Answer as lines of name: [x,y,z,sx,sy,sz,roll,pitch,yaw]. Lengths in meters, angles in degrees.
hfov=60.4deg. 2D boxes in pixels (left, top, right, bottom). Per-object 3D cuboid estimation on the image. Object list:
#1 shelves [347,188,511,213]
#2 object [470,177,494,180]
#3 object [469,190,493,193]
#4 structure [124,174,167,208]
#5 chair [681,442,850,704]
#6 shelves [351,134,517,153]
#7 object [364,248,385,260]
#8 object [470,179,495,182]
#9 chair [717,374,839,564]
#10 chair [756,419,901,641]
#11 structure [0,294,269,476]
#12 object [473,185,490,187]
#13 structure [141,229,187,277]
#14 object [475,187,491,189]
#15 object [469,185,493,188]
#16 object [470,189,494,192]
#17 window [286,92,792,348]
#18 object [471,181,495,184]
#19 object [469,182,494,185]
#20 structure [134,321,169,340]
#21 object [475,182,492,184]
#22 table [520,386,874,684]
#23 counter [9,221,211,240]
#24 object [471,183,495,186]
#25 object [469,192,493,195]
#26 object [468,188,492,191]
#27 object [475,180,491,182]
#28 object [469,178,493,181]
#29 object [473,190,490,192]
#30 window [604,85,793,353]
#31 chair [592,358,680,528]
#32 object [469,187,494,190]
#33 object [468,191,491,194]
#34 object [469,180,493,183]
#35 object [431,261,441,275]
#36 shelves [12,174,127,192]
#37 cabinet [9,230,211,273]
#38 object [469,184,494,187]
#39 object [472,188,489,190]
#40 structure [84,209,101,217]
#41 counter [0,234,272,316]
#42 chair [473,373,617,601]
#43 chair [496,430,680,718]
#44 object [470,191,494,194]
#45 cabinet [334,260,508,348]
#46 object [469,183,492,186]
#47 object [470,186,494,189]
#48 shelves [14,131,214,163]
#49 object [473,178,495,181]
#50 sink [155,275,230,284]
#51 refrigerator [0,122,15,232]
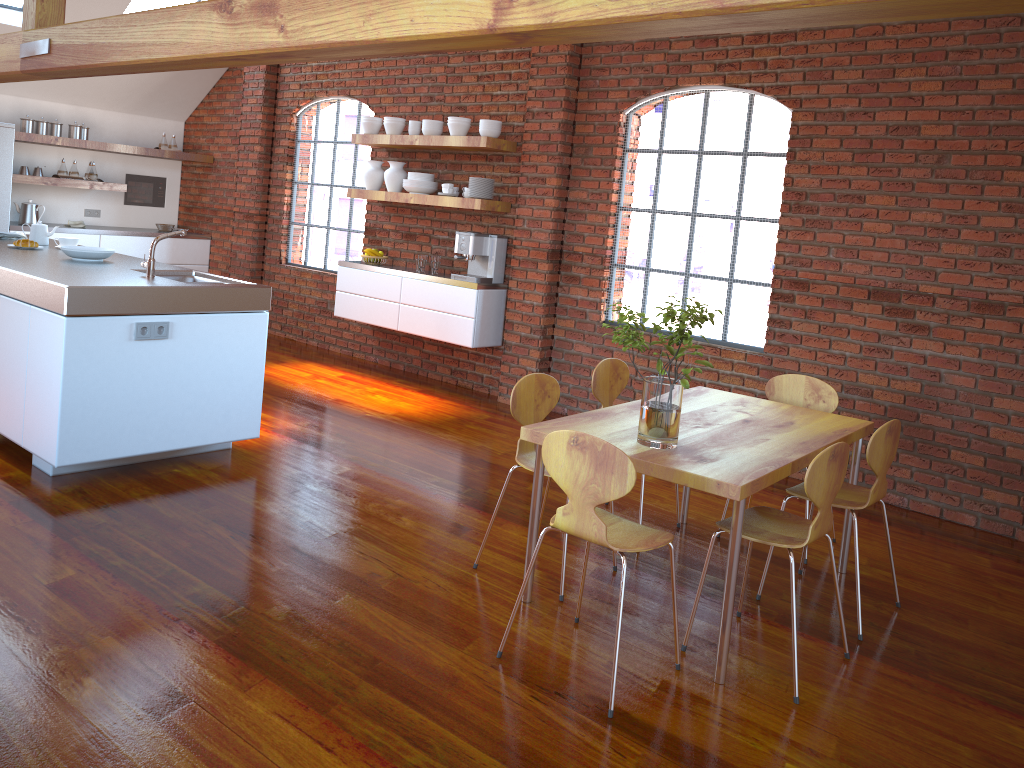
shelves: [-0.696,-1.468,7.015,1.554,0.075,0.338,15,14,40]
object: [-0.222,-1.528,6.573,0.194,0.014,0.197,-1,13,-32]
object: [-0.232,-1.433,6.580,0.194,0.014,0.197,-1,13,-32]
structure: [-3.971,-2.092,9.541,0.013,0.331,0.458,9,8,40]
chair: [0.883,0.532,2.917,0.416,0.752,0.439,10,7,40]
shelves: [-0.653,-1.915,6.986,1.554,0.075,0.338,15,14,40]
object: [-1.151,-1.087,7.354,0.183,0.084,0.067,3,7,-12]
object: [-0.224,-1.514,6.574,0.194,0.014,0.197,-1,13,-32]
chair: [1.264,0.348,4.072,0.443,0.752,0.412,9,7,35]
chair: [1.263,0.478,3.389,0.416,0.752,0.439,10,7,40]
structure: [-2.785,-0.253,5.182,3.157,0.758,1.025,14,12,40]
object: [-0.228,-1.473,6.577,0.194,0.014,0.197,-1,13,-32]
structure: [-1.780,-0.675,4.502,0.100,0.246,0.200,9,8,40]
object: [-0.229,-1.459,6.578,0.194,0.014,0.197,-1,13,-32]
object: [-0.228,-1.469,6.577,0.194,0.014,0.197,-1,13,-32]
object: [-0.231,-1.441,6.579,0.194,0.014,0.197,-1,13,-32]
window: [2.271,-1.187,7.798,17.575,9.823,3.638,11,7,30]
object: [-0.225,-1.501,6.575,0.194,0.014,0.197,-1,13,-32]
object: [-0.226,-1.491,6.576,0.194,0.014,0.197,-1,13,-32]
structure: [-1.666,-0.248,4.061,0.033,0.079,0.160,9,10,40]
object: [-0.226,-1.496,6.576,0.194,0.014,0.197,-1,13,-32]
table: [0.764,0.474,3.459,0.825,0.637,1.475,11,11,36]
counter: [-4.129,-1.553,8.880,0.723,0.044,1.989,14,14,39]
object: [-0.227,-1.487,6.576,0.194,0.014,0.197,-1,13,-32]
object: [-0.233,-1.419,6.581,0.194,0.014,0.197,-1,13,-32]
object: [-0.230,-1.446,6.579,0.194,0.014,0.197,-1,13,-32]
object: [-0.224,-1.510,6.575,0.194,0.014,0.197,-1,13,-32]
object: [-0.223,-1.519,6.574,0.194,0.014,0.197,-1,13,-32]
object: [-0.231,-1.438,6.579,0.194,0.014,0.197,-1,13,-32]
window: [1.188,-1.110,5.716,1.282,1.656,0.084,11,6,40]
chair: [0.542,0.281,4.059,0.415,0.752,0.439,9,7,35]
object: [-0.230,-1.456,6.578,0.194,0.014,0.197,-1,13,-32]
object: [-0.233,-1.423,6.580,0.194,0.014,0.197,-1,13,-32]
object: [-0.225,-1.506,6.575,0.194,0.014,0.197,-1,13,-32]
object: [-0.598,-0.900,6.845,0.077,0.103,0.079,1,8,-37]
shelves: [-4.407,-1.959,8.522,0.662,0.075,1.068,14,14,39]
cabinet: [-4.171,-1.127,8.909,0.719,0.809,1.988,11,11,40]
object: [-0.227,-1.477,6.577,0.194,0.014,0.197,-1,13,-32]
object: [-0.230,-1.451,6.579,0.194,0.014,0.197,-1,13,-32]
structure: [-4.363,-1.775,9.139,0.033,0.079,0.160,9,10,40]
counter: [-2.747,-0.701,5.145,3.181,0.129,1.026,15,14,40]
chair: [0.174,0.359,3.465,0.415,0.752,0.439,9,7,35]
chair: [0.283,0.507,2.746,0.443,0.752,0.412,10,7,40]
object: [-0.232,-1.428,6.580,0.194,0.014,0.197,-1,13,-32]
cabinet: [-0.773,-0.669,7.068,1.641,0.470,0.337,14,10,40]
object: [-0.227,-1.482,6.577,0.194,0.014,0.197,-1,13,-32]
object: [-0.229,-1.464,6.578,0.194,0.014,0.197,-1,13,-32]
shelves: [-4.074,-2.374,8.842,0.662,0.075,1.982,14,14,39]
object: [-0.223,-1.524,6.574,0.194,0.014,0.197,-1,13,-32]
sink: [-1.686,-0.440,4.634,0.620,0.197,0.409,14,13,39]
refrigerator: [-5.047,-1.469,7.754,0.789,1.757,0.912,10,7,40]
